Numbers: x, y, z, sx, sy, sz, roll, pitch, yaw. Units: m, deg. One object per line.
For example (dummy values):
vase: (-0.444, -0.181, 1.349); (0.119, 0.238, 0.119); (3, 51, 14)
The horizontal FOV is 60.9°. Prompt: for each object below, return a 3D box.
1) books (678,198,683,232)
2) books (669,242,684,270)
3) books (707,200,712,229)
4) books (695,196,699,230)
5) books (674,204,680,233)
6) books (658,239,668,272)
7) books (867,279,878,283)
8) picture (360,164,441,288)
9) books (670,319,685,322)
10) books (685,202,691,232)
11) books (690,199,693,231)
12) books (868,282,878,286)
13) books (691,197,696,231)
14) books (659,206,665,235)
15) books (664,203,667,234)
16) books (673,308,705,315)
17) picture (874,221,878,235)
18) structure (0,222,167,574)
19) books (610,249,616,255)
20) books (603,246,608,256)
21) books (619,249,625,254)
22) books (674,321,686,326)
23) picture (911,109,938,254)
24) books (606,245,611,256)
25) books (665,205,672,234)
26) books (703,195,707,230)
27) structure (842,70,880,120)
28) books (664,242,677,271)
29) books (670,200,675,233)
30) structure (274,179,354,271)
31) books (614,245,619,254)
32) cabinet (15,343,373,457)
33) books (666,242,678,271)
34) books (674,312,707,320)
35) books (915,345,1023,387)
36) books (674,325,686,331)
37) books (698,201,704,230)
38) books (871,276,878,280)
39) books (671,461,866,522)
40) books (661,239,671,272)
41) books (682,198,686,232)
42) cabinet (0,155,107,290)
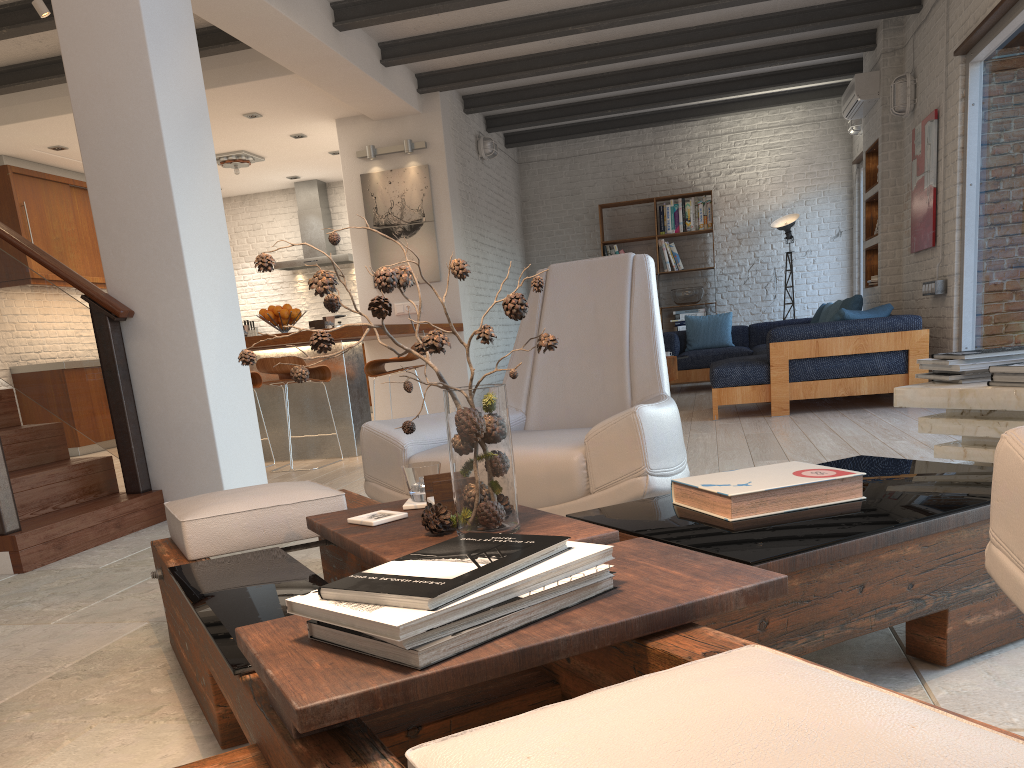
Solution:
books: (2.009, -1.989, 10.369); (0.036, 0.395, 0.235); (-2, 11, 13)
books: (1.984, -1.526, 10.494); (0.158, 0.339, 0.246); (-3, 10, 13)
books: (2.339, -1.990, 10.325); (0.056, 0.339, 0.246); (-2, 10, 13)
books: (2.194, -2.005, 10.336); (0.036, 0.395, 0.235); (-2, 11, 13)
books: (1.969, -1.959, 10.406); (0.056, 0.339, 0.246); (-2, 10, 13)
books: (1.829, -1.541, 10.543); (0.101, 0.395, 0.235); (-2, 11, 13)
books: (3.451, -0.974, 8.202); (0.171, 0.019, 0.230); (-5, 3, 15)
picture: (-1.021, -1.432, 8.004); (0.656, 1.047, 0.019); (-3, 13, 13)
books: (2.162, -0.786, 10.632); (0.445, 0.021, 0.264); (-5, 3, 13)
books: (2.091, -1.968, 10.352); (0.056, 0.339, 0.246); (-2, 10, 13)
books: (2.131, -1.986, 10.354); (0.021, 0.370, 0.263); (-2, 10, 13)
books: (3.449, -0.948, 8.221); (0.162, 0.017, 0.245); (-4, 3, 23)
books: (2.161, -2.003, 10.357); (0.036, 0.395, 0.235); (-2, 11, 13)
books: (1.803, -1.945, 10.445); (0.056, 0.339, 0.246); (-2, 10, 13)
books: (1.839, -1.963, 10.431); (0.021, 0.370, 0.263); (-2, 10, 13)
books: (2.160, -0.882, 10.622); (0.380, 0.037, 0.237); (-5, 3, 13)
picture: (3.462, -1.516, 8.143); (0.102, 0.252, 0.187); (-5, 9, 4)
structure: (-2.255, -1.400, 4.680); (10.179, 4.260, 13.460); (-4, 4, 13)
books: (1.277, -1.473, 10.692); (0.103, 0.344, 0.246); (-2, 10, 13)
books: (1.183, -1.489, 10.681); (0.091, 0.396, 0.235); (-2, 11, 13)
books: (1.420, -1.477, 10.652); (0.195, 0.328, 0.246); (-3, 10, 13)
books: (2.147, -0.746, 10.633); (0.327, 0.057, 0.248); (-5, 4, 8)
picture: (3.195, -1.537, 6.773); (0.019, 0.989, 0.719); (-2, 10, 13)
books: (1.221, -1.493, 10.680); (0.091, 0.396, 0.235); (-2, 11, 13)
books: (1.874, -1.950, 10.409); (0.056, 0.339, 0.246); (-2, 10, 13)
books: (2.285, -2.013, 10.314); (0.036, 0.395, 0.235); (-2, 11, 13)
structure: (3.150, -2.597, 7.896); (0.200, 0.225, 0.791); (-3, 4, 13)
books: (1.916, -1.530, 10.513); (0.125, 0.359, 0.263); (-3, 10, 13)
books: (1.918, -1.982, 10.396); (0.036, 0.395, 0.235); (-2, 11, 13)
structure: (-2.441, -1.963, 10.704); (0.988, 1.023, 0.441); (-3, 11, 13)
books: (1.322, -1.499, 10.644); (0.121, 0.393, 0.235); (-2, 11, 13)
cabinet: (-3.101, -0.920, 10.036); (4.734, 2.920, 2.222); (-8, 9, -22)
books: (1.939, -1.532, 10.517); (0.125, 0.359, 0.263); (-3, 10, 13)
books: (2.170, -0.831, 10.637); (0.380, 0.066, 0.237); (-5, 4, 7)
books: (1.432, -0.052, 2.378); (0.389, 0.082, 0.554); (-6, 3, -3)
books: (2.181, -0.688, 10.651); (0.380, 0.066, 0.238); (-5, 4, 0)
books: (2.240, -1.981, 10.326); (0.056, 0.339, 0.246); (-2, 10, 13)
books: (3.452, -1.001, 8.202); (0.133, 0.035, 0.200); (-4, 4, 23)
books: (0.554, 0.230, 1.912); (0.324, 0.058, 0.250); (-6, 4, -16)
books: (1.861, -1.542, 10.512); (0.104, 0.395, 0.235); (-2, 11, 13)
books: (2.047, -1.993, 10.370); (0.036, 0.395, 0.235); (-2, 11, 13)
cabinet: (-4.476, -1.629, 9.783); (0.463, 1.193, 3.246); (-3, 5, 13)
